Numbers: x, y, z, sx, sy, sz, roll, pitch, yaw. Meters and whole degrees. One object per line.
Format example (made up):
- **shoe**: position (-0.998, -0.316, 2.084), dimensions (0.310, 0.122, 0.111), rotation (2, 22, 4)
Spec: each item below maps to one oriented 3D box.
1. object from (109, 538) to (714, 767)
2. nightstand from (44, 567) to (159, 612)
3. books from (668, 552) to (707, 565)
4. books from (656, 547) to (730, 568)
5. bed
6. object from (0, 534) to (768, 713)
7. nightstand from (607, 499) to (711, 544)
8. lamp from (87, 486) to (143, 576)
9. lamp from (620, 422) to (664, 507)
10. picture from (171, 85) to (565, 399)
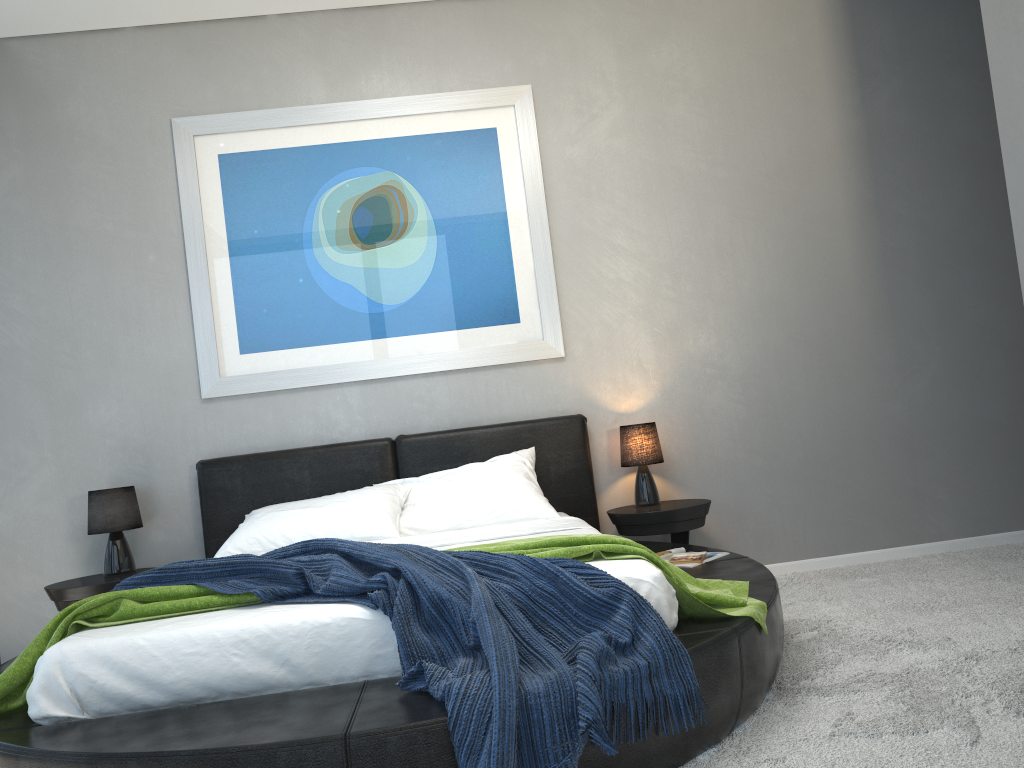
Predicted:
- **object**: position (-0.559, 0.743, 2.531), dimensions (2.158, 0.567, 0.685), rotation (-10, -4, 38)
- **nightstand**: position (-1.829, 1.101, 4.036), dimensions (0.497, 0.440, 0.497), rotation (-7, -3, 7)
- **books**: position (0.689, 0.685, 3.489), dimensions (0.133, 0.012, 0.189), rotation (-8, -4, 18)
- **books**: position (0.626, 0.692, 3.569), dimensions (0.396, 0.039, 0.301), rotation (-10, -5, 42)
- **bed**: position (-0.449, 0.632, 3.118), dimensions (2.754, 0.933, 2.620), rotation (-7, -3, -4)
- **object**: position (-0.413, 0.673, 2.642), dimensions (2.301, 0.342, 0.647), rotation (-7, -3, -5)
- **nightstand**: position (0.725, 0.800, 4.222), dimensions (0.497, 0.440, 0.496), rotation (-8, -3, 25)
- **lamp**: position (-1.855, 0.688, 4.154), dimensions (0.241, 0.400, 0.220), rotation (-5, -3, -35)
- **lamp**: position (0.637, 0.394, 4.331), dimensions (0.208, 0.400, 0.220), rotation (-6, -3, -23)
- **picture**: position (-0.711, -0.726, 4.439), dimensions (1.800, 1.399, 0.025), rotation (-7, -2, -4)
